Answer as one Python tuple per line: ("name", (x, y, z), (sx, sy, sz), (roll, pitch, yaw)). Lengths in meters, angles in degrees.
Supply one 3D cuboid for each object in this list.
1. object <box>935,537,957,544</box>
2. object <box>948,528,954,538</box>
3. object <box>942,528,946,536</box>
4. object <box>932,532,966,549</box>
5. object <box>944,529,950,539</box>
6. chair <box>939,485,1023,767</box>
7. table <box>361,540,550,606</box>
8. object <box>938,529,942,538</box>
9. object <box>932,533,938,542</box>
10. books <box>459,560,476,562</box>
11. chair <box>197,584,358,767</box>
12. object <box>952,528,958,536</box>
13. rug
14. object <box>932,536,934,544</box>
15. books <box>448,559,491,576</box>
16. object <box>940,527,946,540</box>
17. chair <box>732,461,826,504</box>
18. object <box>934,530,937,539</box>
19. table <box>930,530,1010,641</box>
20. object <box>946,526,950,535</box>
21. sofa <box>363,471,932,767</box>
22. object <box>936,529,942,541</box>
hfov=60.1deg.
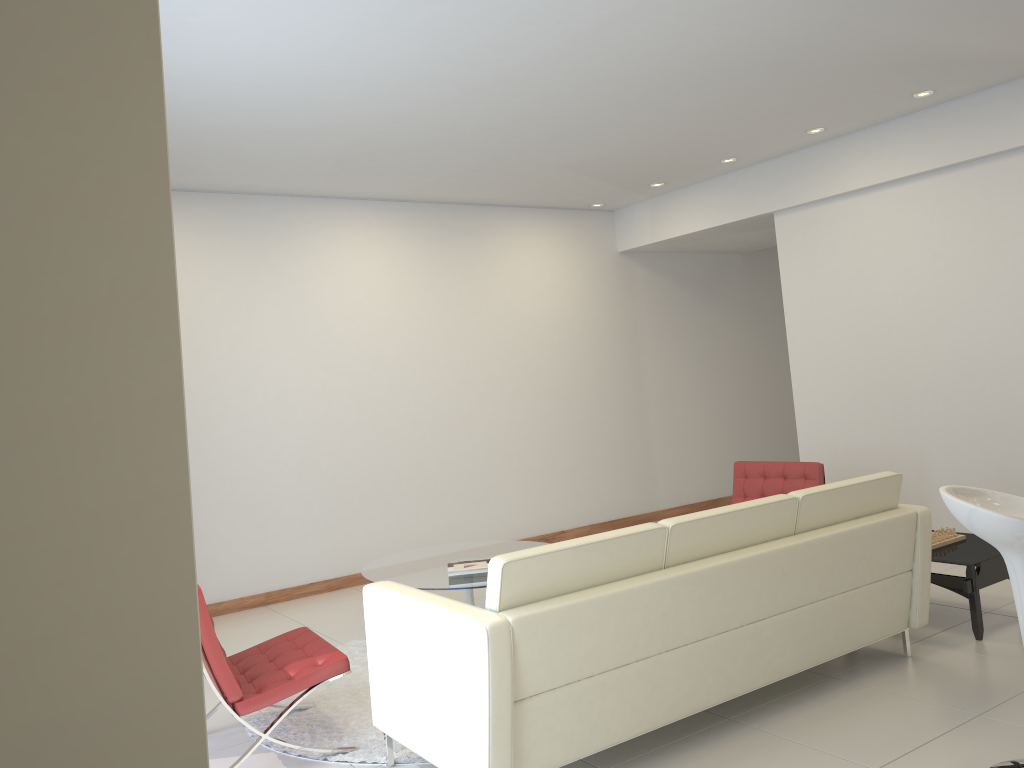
("object", (2.305, 0.873, 5.033), (0.347, 0.001, 0.348), (-5, 0, -34))
("object", (2.463, 0.834, 4.974), (0.030, 0.052, 0.030), (-3, -3, -41))
("object", (2.441, 0.837, 5.007), (0.030, 0.050, 0.030), (-4, -3, -26))
("object", (2.306, 0.884, 5.032), (0.361, 0.021, 0.359), (-5, 0, -34))
("object", (2.430, 0.836, 4.952), (0.030, 0.055, 0.030), (-4, -3, -26))
("chair", (1.746, 0.857, 2.964), (0.463, 1.024, 0.457), (-8, -4, 42))
("table", (-0.261, 1.340, 5.662), (1.323, 0.405, 1.531), (-5, 0, -35))
("object", (2.408, 0.840, 4.985), (0.030, 0.050, 0.030), (-4, -3, -26))
("object", (2.331, 0.844, 4.885), (0.030, 0.055, 0.030), (-4, -3, -26))
("books", (-0.187, 1.117, 5.435), (0.323, 0.027, 0.255), (-5, 0, 5))
("chair", (-1.167, 1.215, 3.952), (0.707, 0.819, 0.697), (-4, -2, -29))
("object", (2.497, 0.835, 4.997), (0.030, 0.044, 0.030), (-4, -3, -26))
("rug", (0.192, 1.501, 4.984), (3.333, 0.005, 2.434), (-5, 0, -33))
("object", (2.298, 0.849, 4.862), (0.030, 0.052, 0.030), (-3, -3, -41))
("books", (-0.222, 1.093, 5.296), (0.324, 0.027, 0.255), (-5, 0, -5))
("object", (2.396, 0.831, 4.930), (0.030, 0.070, 0.030), (-4, -3, -26))
("chair", (1.670, 0.965, 5.970), (0.707, 0.819, 0.697), (-3, -3, -39))
("object", (2.375, 0.843, 4.963), (0.030, 0.050, 0.030), (-4, -3, -26))
("table", (2.340, 1.103, 4.987), (0.702, 0.423, 0.913), (-4, -1, -34))
("object", (2.474, 0.834, 5.030), (0.030, 0.050, 0.030), (-4, -3, -26))
("sofa", (0.726, 0.989, 3.986), (2.569, 0.925, 0.997), (-5, -1, -34))
("object", (2.364, 0.837, 4.908), (0.030, 0.064, 0.030), (-4, -3, -26))
